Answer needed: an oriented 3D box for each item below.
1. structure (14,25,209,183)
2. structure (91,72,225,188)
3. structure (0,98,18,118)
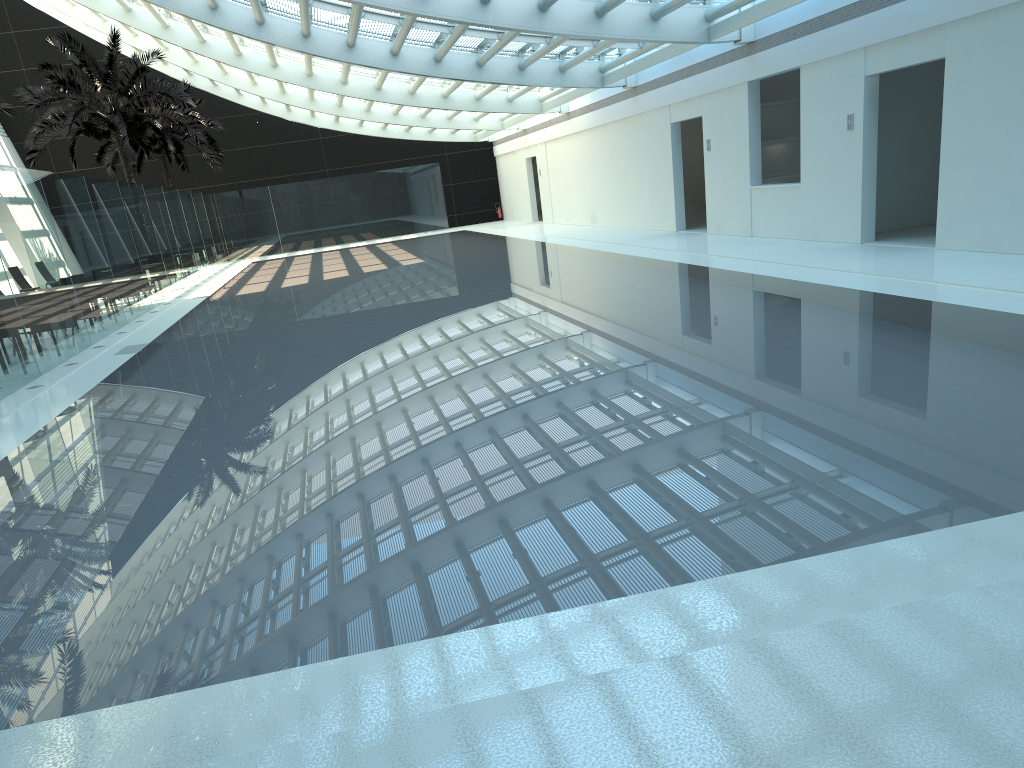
[{"bbox_3d":[-11.296,-6.431,25.537,4.775,7.393,4.247,-13,20,-15],"label":"structure"},{"bbox_3d":[-12.920,-7.948,33.035,4.347,7.392,4.668,-19,22,-29],"label":"structure"},{"bbox_3d":[-13.047,-4.418,18.267,4.288,7.260,4.382,1,21,23],"label":"structure"}]
